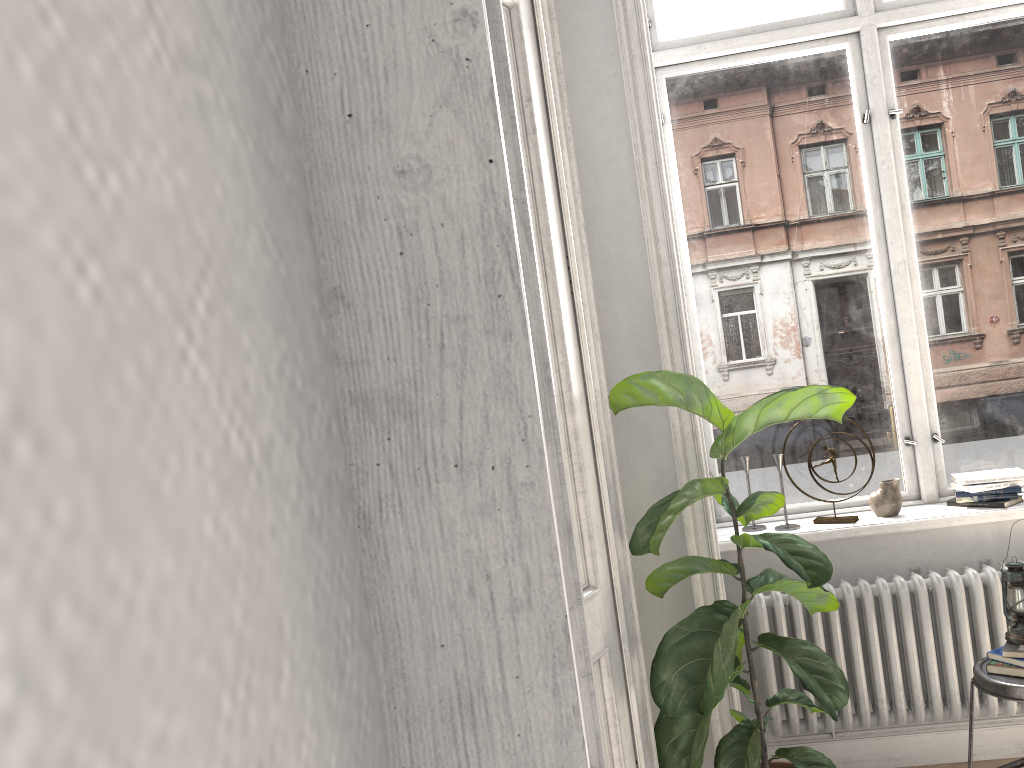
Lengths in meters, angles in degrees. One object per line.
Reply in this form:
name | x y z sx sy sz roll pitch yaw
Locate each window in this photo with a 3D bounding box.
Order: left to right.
window | 1.476 -0.980 3.560 1.622 2.843 0.013 -8 1 7

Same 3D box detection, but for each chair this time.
chair | 1.693 1.165 2.834 0.364 0.523 0.360 -8 1 -20

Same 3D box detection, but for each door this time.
door | -0.026 0.250 2.060 0.216 2.814 1.096 -7 1 31
door | 0.010 0.252 0.886 0.216 2.814 1.096 -8 1 8

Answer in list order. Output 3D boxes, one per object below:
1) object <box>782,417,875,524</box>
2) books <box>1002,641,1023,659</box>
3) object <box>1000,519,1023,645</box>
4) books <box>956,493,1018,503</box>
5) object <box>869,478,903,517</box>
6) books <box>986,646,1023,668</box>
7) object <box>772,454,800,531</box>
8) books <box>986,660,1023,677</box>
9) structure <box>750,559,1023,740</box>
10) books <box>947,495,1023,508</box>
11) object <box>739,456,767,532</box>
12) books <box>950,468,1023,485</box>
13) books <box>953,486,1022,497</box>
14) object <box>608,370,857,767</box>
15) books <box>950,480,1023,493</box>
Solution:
object | 1.229 0.324 3.435 0.348 0.425 0.087 -7 1 39
books | 1.682 0.840 2.862 0.147 0.027 0.221 -8 0 39
object | 1.668 0.636 2.887 0.163 0.383 0.154 -8 1 -20
books | 1.810 0.423 3.386 0.205 0.022 0.155 -8 0 26
object | 1.438 0.437 3.412 0.100 0.142 0.102 -8 1 -19
books | 1.684 0.862 2.862 0.232 0.029 0.163 -8 0 -23
object | 1.049 0.418 3.438 0.095 0.289 0.095 -7 1 29
books | 1.675 0.889 2.861 0.246 0.034 0.194 -8 0 -43
structure | 3.214 -1.039 2.956 5.182 4.474 0.340 -8 1 7
books | 1.807 0.447 3.390 0.147 0.023 0.221 -8 0 -35
object | 0.940 0.432 3.508 0.095 0.289 0.095 -7 1 38
books | 1.825 0.353 3.389 0.244 0.019 0.174 -8 0 16
books | 1.809 0.401 3.384 0.221 0.023 0.147 -8 0 22
object | 3.178 0.297 2.182 5.828 1.842 0.791 -8 1 12
books | 1.807 0.381 3.371 0.205 0.020 0.155 -8 0 -4
